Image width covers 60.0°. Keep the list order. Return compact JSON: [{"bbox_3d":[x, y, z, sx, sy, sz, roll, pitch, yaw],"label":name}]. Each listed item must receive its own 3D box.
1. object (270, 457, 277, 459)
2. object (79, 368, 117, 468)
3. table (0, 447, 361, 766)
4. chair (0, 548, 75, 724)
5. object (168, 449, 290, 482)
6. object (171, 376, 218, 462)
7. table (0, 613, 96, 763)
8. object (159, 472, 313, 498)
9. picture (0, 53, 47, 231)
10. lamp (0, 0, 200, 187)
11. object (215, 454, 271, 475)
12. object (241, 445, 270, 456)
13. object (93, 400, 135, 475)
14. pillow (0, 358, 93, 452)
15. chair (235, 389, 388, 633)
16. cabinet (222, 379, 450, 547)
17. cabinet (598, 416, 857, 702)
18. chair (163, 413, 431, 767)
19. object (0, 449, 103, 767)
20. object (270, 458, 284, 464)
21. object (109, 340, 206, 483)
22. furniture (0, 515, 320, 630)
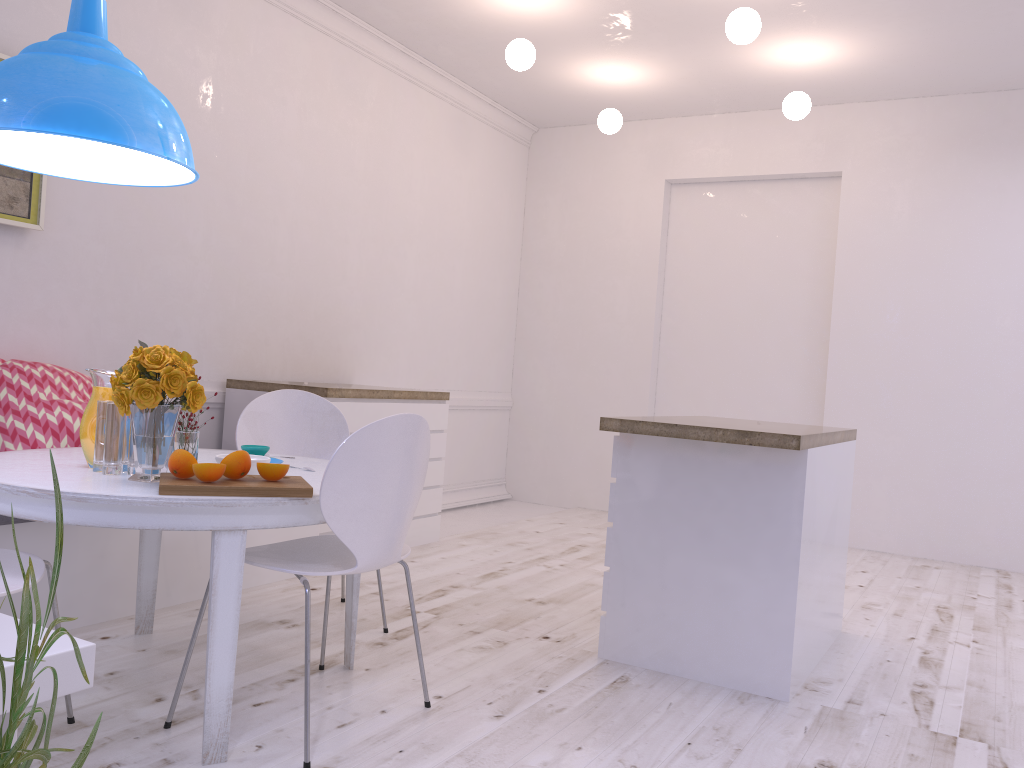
[{"bbox_3d":[-0.813,0.239,2.801,0.147,0.011,0.147,4,1,32],"label":"object"},{"bbox_3d":[-1.101,0.094,2.398,0.116,0.267,0.094,4,1,-34],"label":"object"},{"bbox_3d":[-0.948,0.553,2.534,1.140,0.629,1.140,4,1,-32],"label":"table"},{"bbox_3d":[-1.232,0.430,1.899,0.483,0.845,0.604,4,0,-15],"label":"chair"},{"bbox_3d":[-0.680,0.199,2.152,0.285,0.075,0.129,4,1,-25],"label":"object"},{"bbox_3d":[-0.922,0.095,2.520,0.128,0.287,0.128,4,1,31],"label":"object"},{"bbox_3d":[-1.332,0.542,1.053,1.514,0.619,0.736,4,1,29],"label":"table"},{"bbox_3d":[-0.680,0.248,2.178,0.347,0.024,0.224,4,0,-21],"label":"object"},{"bbox_3d":[-2.074,-0.933,3.088,0.020,0.629,0.971,4,1,29],"label":"picture"},{"bbox_3d":[-1.007,-1.523,2.198,0.568,1.948,0.568,4,1,-27],"label":"lamp"},{"bbox_3d":[-0.743,0.227,2.445,0.147,0.052,0.147,4,0,-18],"label":"object"},{"bbox_3d":[-0.812,0.218,2.801,0.088,0.043,0.088,4,1,36],"label":"object"},{"bbox_3d":[-1.024,0.140,2.325,0.122,0.186,0.101,4,1,-31],"label":"object"},{"bbox_3d":[-1.745,0.118,3.404,0.491,0.424,0.587,4,1,32],"label":"pillow"},{"bbox_3d":[-0.790,0.451,3.286,0.604,0.845,0.483,4,1,-26],"label":"chair"},{"bbox_3d":[-0.916,0.431,4.715,0.654,0.842,1.036,4,1,29],"label":"cabinet"},{"bbox_3d":[0.833,0.569,3.329,0.654,0.842,1.167,4,1,29],"label":"cabinet"},{"bbox_3d":[-0.504,0.479,2.400,0.483,0.845,0.604,4,1,29],"label":"chair"},{"bbox_3d":[-0.215,0.201,0.233,0.186,0.367,0.196,4,0,-16],"label":"object"},{"bbox_3d":[-0.781,0.236,2.638,0.196,0.023,0.196,4,0,16],"label":"object"},{"bbox_3d":[-0.890,0.068,2.243,0.234,0.351,0.235,4,0,-6],"label":"object"},{"bbox_3d":[-1.963,0.538,2.765,0.769,0.508,3.296,4,1,29],"label":"furniture"}]
